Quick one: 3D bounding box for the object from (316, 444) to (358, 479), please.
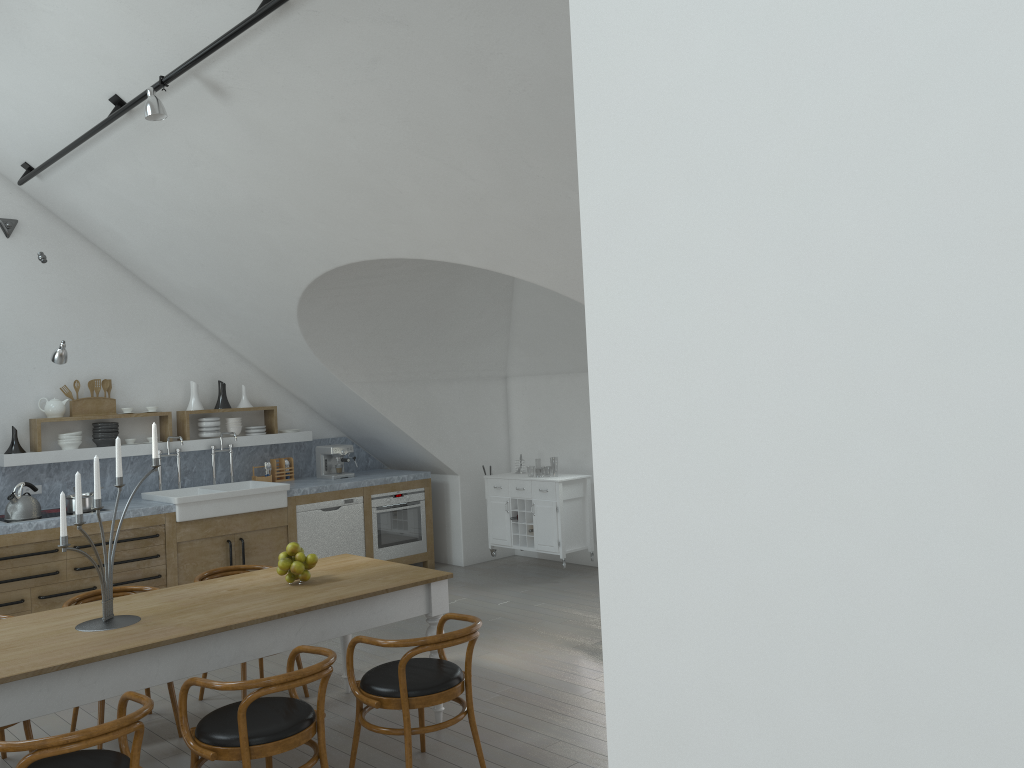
[{"bbox_3d":[-1.680,0.761,8.684,0.324,0.321,0.386,-2,-2,-44],"label":"object"}]

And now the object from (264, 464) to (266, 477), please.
[{"bbox_3d":[-2.347,0.845,8.440,0.019,0.196,0.022,-4,-2,35],"label":"object"}]

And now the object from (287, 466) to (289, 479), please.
[{"bbox_3d":[-2.172,0.838,8.607,0.018,0.196,0.020,-2,-2,-21],"label":"object"}]

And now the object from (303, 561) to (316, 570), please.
[{"bbox_3d":[-1.052,0.925,4.593,0.076,0.076,0.077,-3,-1,13],"label":"object"}]

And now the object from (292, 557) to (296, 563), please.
[{"bbox_3d":[-1.149,0.927,4.623,0.062,0.059,0.062,-2,-2,-39],"label":"object"}]

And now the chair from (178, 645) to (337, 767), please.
[{"bbox_3d":[-0.983,1.451,3.527,0.621,0.735,0.527,-4,-2,42],"label":"chair"}]

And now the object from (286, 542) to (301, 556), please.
[{"bbox_3d":[-1.124,0.849,4.559,0.072,0.074,0.072,-2,-2,-44],"label":"object"}]

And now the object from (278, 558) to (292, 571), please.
[{"bbox_3d":[-1.150,0.915,4.497,0.071,0.064,0.072,-4,-1,40],"label":"object"}]

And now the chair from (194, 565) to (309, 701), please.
[{"bbox_3d":[-1.574,1.490,5.269,0.620,0.735,0.527,-4,-2,43],"label":"chair"}]

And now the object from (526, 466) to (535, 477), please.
[{"bbox_3d":[0.179,0.832,8.398,0.082,0.105,0.081,-2,-2,-30],"label":"object"}]

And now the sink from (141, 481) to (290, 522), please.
[{"bbox_3d":[-2.534,0.997,7.614,1.021,0.202,0.726,-2,-1,-44],"label":"sink"}]

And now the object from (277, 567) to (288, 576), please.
[{"bbox_3d":[-1.176,0.954,4.544,0.059,0.056,0.059,-4,-2,41],"label":"object"}]

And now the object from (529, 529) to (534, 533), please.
[{"bbox_3d":[0.275,1.366,8.353,0.317,0.083,0.081,-2,-1,-44],"label":"object"}]

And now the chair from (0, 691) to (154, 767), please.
[{"bbox_3d":[-1.520,1.474,3.036,0.527,0.735,0.620,-1,-2,-44],"label":"chair"}]

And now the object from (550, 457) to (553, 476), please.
[{"bbox_3d":[0.388,0.785,8.382,0.054,0.179,0.054,-4,-2,24],"label":"object"}]

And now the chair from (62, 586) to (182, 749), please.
[{"bbox_3d":[-2.104,1.512,4.777,0.527,0.735,0.620,-2,-2,-40],"label":"chair"}]

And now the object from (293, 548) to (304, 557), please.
[{"bbox_3d":[-1.119,0.881,4.638,0.062,0.060,0.062,-2,-2,-43],"label":"object"}]

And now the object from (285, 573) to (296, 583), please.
[{"bbox_3d":[-1.131,0.991,4.525,0.051,0.050,0.049,-2,-2,-40],"label":"object"}]

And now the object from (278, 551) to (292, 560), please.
[{"bbox_3d":[-1.169,0.899,4.568,0.066,0.071,0.072,-3,-1,16],"label":"object"}]

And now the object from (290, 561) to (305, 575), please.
[{"bbox_3d":[-1.088,0.932,4.491,0.071,0.072,0.070,-3,-1,11],"label":"object"}]

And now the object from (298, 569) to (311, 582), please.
[{"bbox_3d":[-1.064,0.980,4.542,0.064,0.063,0.063,-2,-1,-32],"label":"object"}]

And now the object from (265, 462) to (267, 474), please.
[{"bbox_3d":[-2.345,0.845,8.450,0.018,0.196,0.020,-1,-2,-34],"label":"object"}]

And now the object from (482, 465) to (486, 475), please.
[{"bbox_3d":[-0.246,0.944,8.833,0.088,0.269,0.029,-3,-2,20],"label":"object"}]

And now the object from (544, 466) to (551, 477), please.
[{"bbox_3d":[0.336,0.827,8.336,0.071,0.099,0.071,-2,-2,-20],"label":"object"}]

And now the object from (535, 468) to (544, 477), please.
[{"bbox_3d":[0.259,0.838,8.366,0.077,0.085,0.077,-4,-2,34],"label":"object"}]

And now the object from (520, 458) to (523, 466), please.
[{"bbox_3d":[0.087,0.806,8.845,0.029,0.137,0.097,-1,-2,-40],"label":"object"}]

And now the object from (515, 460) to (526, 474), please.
[{"bbox_3d":[0.081,0.826,8.840,0.067,0.138,0.101,-1,-2,-44],"label":"object"}]

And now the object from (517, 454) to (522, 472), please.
[{"bbox_3d":[0.076,0.791,8.852,0.054,0.175,0.039,-1,-3,-44],"label":"object"}]

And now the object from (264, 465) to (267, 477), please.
[{"bbox_3d":[-2.338,0.854,8.422,0.019,0.179,0.044,-3,-2,11],"label":"object"}]

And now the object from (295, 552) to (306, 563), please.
[{"bbox_3d":[-1.080,0.886,4.525,0.053,0.057,0.058,-2,-1,-29],"label":"object"}]

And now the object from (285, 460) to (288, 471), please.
[{"bbox_3d":[-2.191,0.839,8.617,0.018,0.196,0.023,-1,-3,-36],"label":"object"}]

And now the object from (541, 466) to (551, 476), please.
[{"bbox_3d":[0.329,0.831,8.427,0.094,0.093,0.093,-4,-1,34],"label":"object"}]

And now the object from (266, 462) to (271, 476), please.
[{"bbox_3d":[-2.311,0.840,8.431,0.040,0.192,0.042,-3,-2,-7],"label":"object"}]

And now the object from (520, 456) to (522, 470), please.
[{"bbox_3d":[0.088,0.793,8.819,0.024,0.164,0.039,-2,-2,-31],"label":"object"}]

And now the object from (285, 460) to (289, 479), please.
[{"bbox_3d":[-2.176,0.835,8.591,0.040,0.192,0.042,-3,-2,7],"label":"object"}]

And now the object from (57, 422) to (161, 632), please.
[{"bbox_3d":[-1.776,0.621,3.993,0.265,0.876,0.774,-3,-1,20],"label":"object"}]

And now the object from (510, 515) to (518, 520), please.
[{"bbox_3d":[0.106,1.273,8.474,0.317,0.085,0.082,-2,-1,-43],"label":"object"}]

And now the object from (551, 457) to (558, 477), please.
[{"bbox_3d":[0.404,0.780,8.320,0.063,0.187,0.063,-4,-2,32],"label":"object"}]

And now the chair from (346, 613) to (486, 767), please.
[{"bbox_3d":[-0.412,1.426,3.976,0.527,0.735,0.620,-1,-2,-41],"label":"chair"}]

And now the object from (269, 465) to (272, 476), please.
[{"bbox_3d":[-2.307,0.853,8.445,0.044,0.179,0.019,-4,-2,31],"label":"object"}]

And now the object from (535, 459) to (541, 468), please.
[{"bbox_3d":[0.251,0.796,8.433,0.048,0.169,0.048,-4,-2,34],"label":"object"}]

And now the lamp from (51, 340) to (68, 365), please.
[{"bbox_3d":[-3.367,-0.233,6.624,0.168,0.176,0.112,-4,-2,39],"label":"lamp"}]

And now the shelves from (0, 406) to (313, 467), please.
[{"bbox_3d":[-3.985,-0.036,6.859,0.479,1.363,5.551,-4,-1,41],"label":"shelves"}]

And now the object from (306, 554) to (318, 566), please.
[{"bbox_3d":[-1.026,0.901,4.544,0.063,0.063,0.062,-3,-1,9],"label":"object"}]

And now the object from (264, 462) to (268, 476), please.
[{"bbox_3d":[-2.345,0.842,8.467,0.040,0.192,0.042,-3,-2,-6],"label":"object"}]

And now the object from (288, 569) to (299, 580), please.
[{"bbox_3d":[-1.119,0.976,4.591,0.080,0.074,0.078,-3,-1,1],"label":"object"}]

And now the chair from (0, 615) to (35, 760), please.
[{"bbox_3d":[-2.590,1.533,4.231,0.620,0.735,0.527,-4,-2,43],"label":"chair"}]

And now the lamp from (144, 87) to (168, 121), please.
[{"bbox_3d":[-1.921,-1.514,4.777,0.112,0.175,0.114,-3,-2,9],"label":"lamp"}]
